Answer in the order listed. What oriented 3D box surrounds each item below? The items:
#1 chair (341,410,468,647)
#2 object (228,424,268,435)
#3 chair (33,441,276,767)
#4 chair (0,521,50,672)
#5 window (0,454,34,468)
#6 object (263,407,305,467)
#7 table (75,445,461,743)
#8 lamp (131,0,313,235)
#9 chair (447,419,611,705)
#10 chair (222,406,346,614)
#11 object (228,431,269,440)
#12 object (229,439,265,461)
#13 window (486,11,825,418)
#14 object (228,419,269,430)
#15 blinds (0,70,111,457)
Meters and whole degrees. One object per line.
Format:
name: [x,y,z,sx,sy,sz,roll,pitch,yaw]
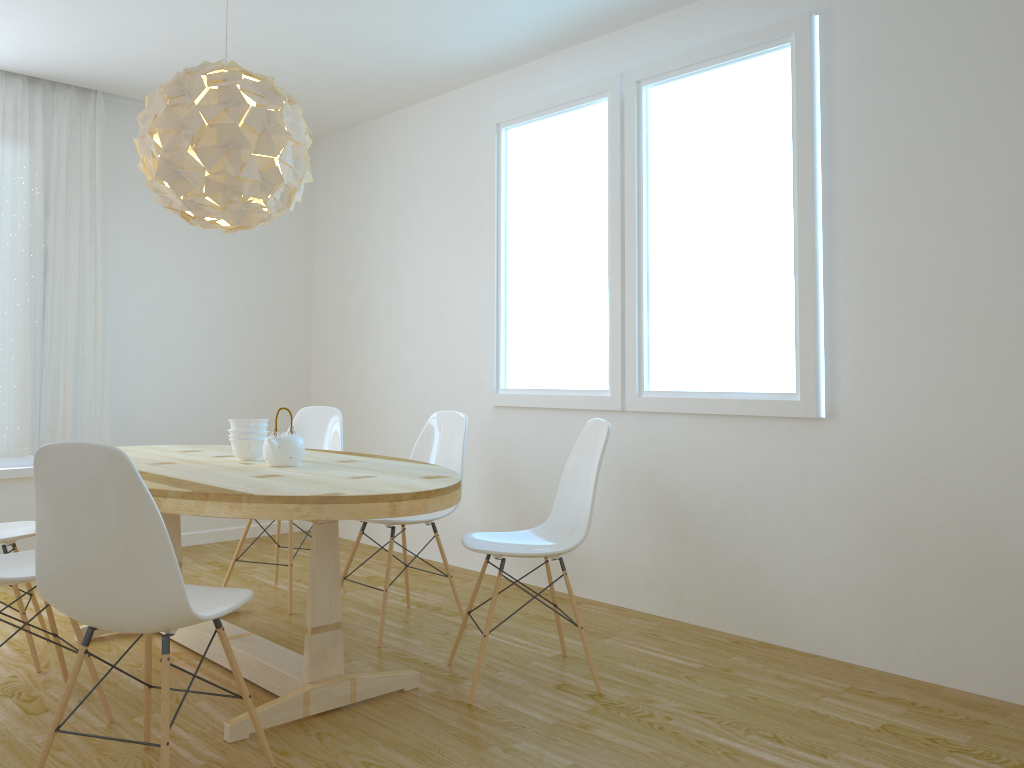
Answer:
chair: [-0.467,0.570,3.786,0.522,0.904,0.429,2,-3,-43]
object: [-1.023,0.205,3.428,0.150,0.096,0.151,1,-1,-27]
chair: [-0.908,0.580,2.220,0.430,0.904,0.522,-1,-2,17]
chair: [-1.990,0.569,3.249,0.523,0.904,0.429,1,-3,-23]
window: [-3.692,-0.498,4.131,2.724,1.924,0.088,1,-3,-43]
object: [-0.838,0.191,3.202,0.177,0.212,0.147,2,-3,-44]
table: [-1.024,0.659,3.274,1.192,0.727,2.188,1,0,-45]
lamp: [-1.067,-1.120,3.342,0.646,1.139,0.638,2,-3,-44]
chair: [0.066,0.577,3.123,0.523,0.904,0.429,1,-3,-13]
chair: [-1.072,0.565,4.251,0.430,0.904,0.522,-1,-2,22]
object: [-1.021,0.230,3.428,0.151,0.093,0.151,0,-1,-4]
object: [-1.017,0.253,3.427,0.152,0.083,0.151,0,0,-4]
window: [-0.354,-0.425,3.256,2.546,2.060,1.878,1,-2,-43]
object: [-1.022,0.177,3.432,0.152,0.087,0.151,0,-1,-15]
blinds: [-2.601,-0.683,4.901,0.793,2.167,0.150,3,-4,-43]
